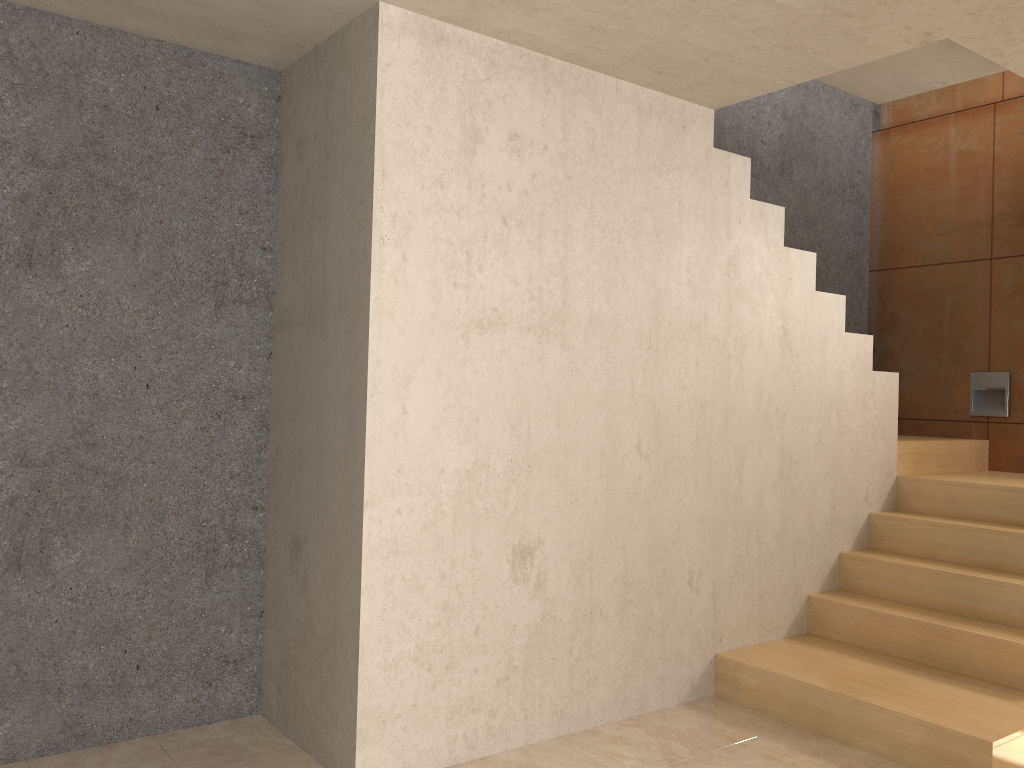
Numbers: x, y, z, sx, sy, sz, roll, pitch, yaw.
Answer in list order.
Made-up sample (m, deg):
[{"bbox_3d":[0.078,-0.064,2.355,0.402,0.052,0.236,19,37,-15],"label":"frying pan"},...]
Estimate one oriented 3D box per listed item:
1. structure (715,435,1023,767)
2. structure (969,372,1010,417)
[{"bbox_3d":[1.949,0.850,4.383,2.400,1.110,1.950,2,-1,-37],"label":"structure"},{"bbox_3d":[2.854,0.062,5.268,0.096,0.260,0.220,2,-1,-37],"label":"structure"}]
